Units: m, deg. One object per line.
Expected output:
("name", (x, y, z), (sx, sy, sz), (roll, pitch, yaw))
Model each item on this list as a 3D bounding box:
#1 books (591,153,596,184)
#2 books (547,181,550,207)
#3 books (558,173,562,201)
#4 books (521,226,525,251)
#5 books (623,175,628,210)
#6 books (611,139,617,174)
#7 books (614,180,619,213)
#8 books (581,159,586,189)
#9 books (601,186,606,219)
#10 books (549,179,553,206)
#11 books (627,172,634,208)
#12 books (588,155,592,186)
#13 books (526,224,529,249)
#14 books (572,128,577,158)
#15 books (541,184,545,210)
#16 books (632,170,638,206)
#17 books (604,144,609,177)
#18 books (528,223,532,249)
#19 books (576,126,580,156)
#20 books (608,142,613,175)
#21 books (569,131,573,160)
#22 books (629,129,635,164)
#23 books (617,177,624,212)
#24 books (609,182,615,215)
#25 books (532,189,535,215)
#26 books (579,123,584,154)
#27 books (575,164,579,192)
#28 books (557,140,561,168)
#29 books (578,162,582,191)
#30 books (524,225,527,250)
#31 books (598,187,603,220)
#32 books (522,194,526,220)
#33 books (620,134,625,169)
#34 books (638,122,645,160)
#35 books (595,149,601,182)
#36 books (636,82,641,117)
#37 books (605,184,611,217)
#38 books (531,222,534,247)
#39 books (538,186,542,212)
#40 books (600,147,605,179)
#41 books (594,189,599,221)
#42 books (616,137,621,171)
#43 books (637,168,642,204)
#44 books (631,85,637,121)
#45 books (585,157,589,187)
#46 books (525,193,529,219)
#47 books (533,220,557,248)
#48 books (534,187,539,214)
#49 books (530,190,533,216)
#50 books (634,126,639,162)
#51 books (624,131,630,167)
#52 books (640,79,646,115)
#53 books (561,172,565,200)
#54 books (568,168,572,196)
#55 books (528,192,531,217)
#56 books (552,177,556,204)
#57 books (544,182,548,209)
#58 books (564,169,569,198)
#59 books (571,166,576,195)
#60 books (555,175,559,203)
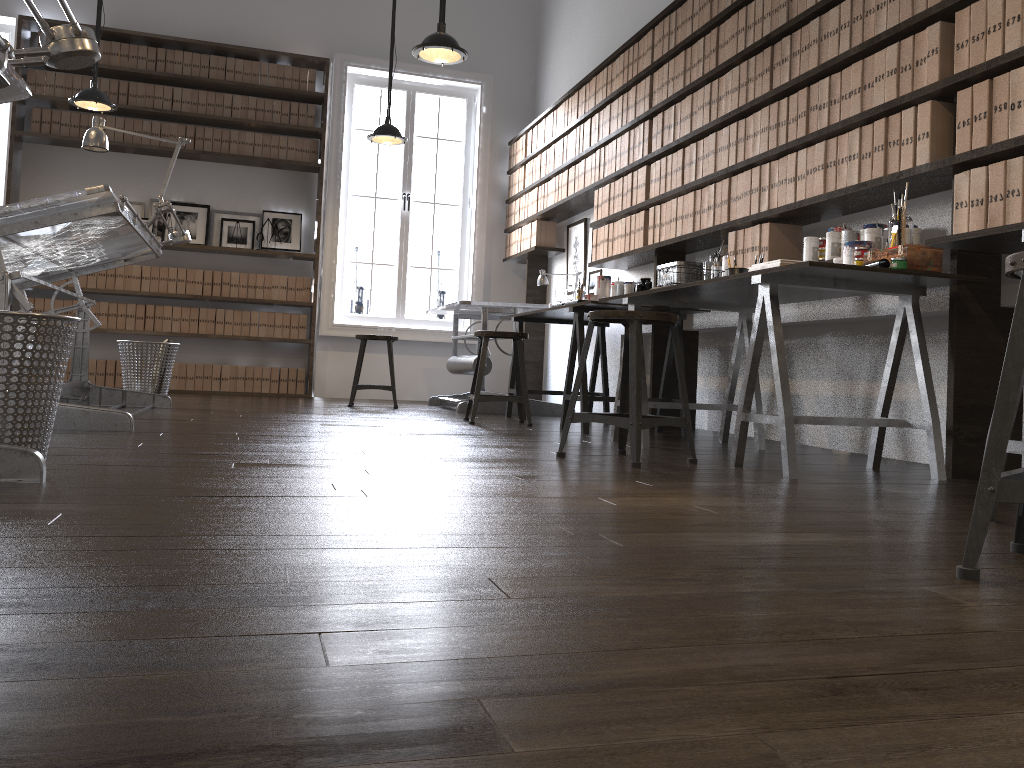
("books", (0.646, -1.482, 6.154), (0.174, 0.226, 0.067), (3, -2, -16))
("books", (0.376, -1.505, 7.090), (0.174, 0.226, 0.066), (3, -2, -16))
("books", (0.452, -1.498, 6.823), (0.174, 0.226, 0.066), (3, -2, -16))
("books", (0.173, -1.250, 7.705), (0.174, 0.226, 0.067), (3, -2, -16))
("books", (0.796, -1.198, 5.609), (0.174, 0.226, 0.066), (3, -2, -16))
("books", (0.748, -1.480, 5.808), (0.174, 0.226, 0.067), (3, -2, -16))
("books", (0.755, -1.201, 5.745), (0.174, 0.226, 0.066), (3, -2, -16))
("books", (0.587, -1.486, 6.347), (0.174, 0.226, 0.067), (3, -2, -16))
("books", (0.696, -1.206, 5.942), (0.174, 0.226, 0.066), (3, -2, -16))
("books", (0.392, -1.503, 7.022), (0.174, 0.226, 0.066), (3, -2, -16))
("books", (0.812, -1.196, 5.536), (0.174, 0.226, 0.067), (3, -2, -16))
("books", (0.627, -1.483, 6.224), (0.174, 0.226, 0.066), (3, -2, -16))
("books", (0.215, -1.247, 7.576), (0.174, 0.226, 0.066), (3, -2, -16))
("books", (0.541, -1.766, 6.556), (0.174, 0.226, 0.066), (3, -2, -16))
("books", (0.331, -1.508, 7.223), (0.174, 0.226, 0.067), (3, -2, -16))
("books", (0.838, -1.194, 5.466), (0.174, 0.226, 0.066), (3, -2, -16))
("books", (0.714, -1.483, 5.944), (0.174, 0.226, 0.066), (3, -2, -16))
("books", (0.229, -1.245, 7.510), (0.174, 0.226, 0.067), (3, -2, -16))
("books", (0.562, -1.765, 6.487), (0.174, 0.226, 0.067), (3, -2, -16))
("books", (0.732, -1.482, 5.876), (0.174, 0.226, 0.066), (3, -2, -16))
("books", (0.524, -1.768, 6.627), (0.174, 0.226, 0.066), (3, -2, -16))
("books", (0.828, -1.473, 5.551), (0.174, 0.226, 0.066), (3, -2, -16))
("books", (0.771, -1.200, 5.676), (0.174, 0.226, 0.066), (3, -2, -16))
("books", (0.735, -1.203, 5.813), (0.174, 0.226, 0.066), (3, -2, -16))
("books", (0.268, -1.521, 7.449), (0.174, 0.226, 0.066), (3, -2, -16))
("books", (0.584, -1.763, 6.427), (0.174, 0.226, 0.066), (3, -2, -16))
("books", (0.554, -1.489, 6.481), (0.174, 0.226, 0.066), (3, -2, -16))
("books", (0.444, -1.775, 6.897), (0.174, 0.226, 0.066), (3, -2, -16))
("books", (0.574, -1.488, 6.413), (0.174, 0.226, 0.066), (3, -2, -16))
("books", (0.196, -1.248, 7.635), (0.174, 0.226, 0.066), (3, -2, -16))
("books", (0.677, -1.208, 6.001), (0.174, 0.226, 0.066), (3, -2, -16))
("books", (0.183, -1.528, 7.722), (0.174, 0.226, 0.066), (3, -2, -16))
("books", (0.789, -1.477, 5.679), (0.174, 0.226, 0.066), (3, -2, -16))
("books", (0.865, -1.470, 5.414), (0.174, 0.226, 0.066), (3, -2, -16))
("books", (0.667, -1.487, 6.078), (0.174, 0.226, 0.066), (3, -2, -16))
("books", (0.862, -1.740, 5.484), (0.174, 0.226, 0.066), (3, -2, -16))
("books", (0.711, -1.205, 5.876), (0.174, 0.226, 0.067), (3, -2, -16))
("books", (0.256, -1.243, 7.445), (0.174, 0.226, 0.066), (3, -2, -16))
("books", (0.309, -1.510, 7.302), (0.174, 0.226, 0.066), (3, -2, -16))
("books", (0.690, -1.485, 6.010), (0.174, 0.226, 0.066), (3, -2, -16))
("books", (0.655, -1.210, 6.070), (0.174, 0.226, 0.067), (3, -2, -16))
("books", (0.770, -1.478, 5.739), (0.174, 0.226, 0.066), (3, -2, -16))
("books", (0.857, -1.193, 5.393), (0.174, 0.226, 0.066), (3, -2, -16))
("books", (0.839, -1.741, 5.547), (0.174, 0.226, 0.067), (3, -2, -16))
("books", (0.611, -1.485, 6.284), (0.174, 0.226, 0.066), (3, -2, -16))
("books", (0.206, -1.526, 7.654), (0.174, 0.226, 0.066), (3, -2, -16))
("books", (0.274, -1.242, 7.378), (0.174, 0.226, 0.066), (3, -2, -16))
("books", (0.281, -1.519, 7.387), (0.174, 0.226, 0.067), (3, -2, -16))
("books", (0.248, -1.522, 7.521), (0.174, 0.226, 0.066), (3, -2, -16))
("books", (0.849, -1.472, 5.483), (0.174, 0.226, 0.066), (3, -2, -16))
("books", (0.804, -1.475, 5.614), (0.174, 0.226, 0.067), (3, -2, -16))
("books", (0.878, -1.738, 5.423), (0.174, 0.226, 0.066), (3, -2, -16))
("books", (0.472, -1.496, 6.761), (0.174, 0.226, 0.066), (3, -2, -16))
("books", (0.514, -1.493, 6.618), (0.174, 0.226, 0.066), (3, -2, -16))
("books", (0.230, -1.524, 7.588), (0.174, 0.226, 0.066), (3, -2, -16))
("books", (0.409, -1.501, 6.952), (0.174, 0.226, 0.066), (3, -2, -16))
("books", (0.354, -1.506, 7.156), (0.174, 0.226, 0.066), (3, -2, -16))
("books", (0.488, -1.495, 6.688), (0.174, 0.226, 0.067), (3, -2, -16))
("books", (0.530, -1.491, 6.548), (0.174, 0.226, 0.066), (3, -2, -16))
("books", (0.429, -1.500, 6.882), (0.174, 0.226, 0.067), (3, -2, -16))
